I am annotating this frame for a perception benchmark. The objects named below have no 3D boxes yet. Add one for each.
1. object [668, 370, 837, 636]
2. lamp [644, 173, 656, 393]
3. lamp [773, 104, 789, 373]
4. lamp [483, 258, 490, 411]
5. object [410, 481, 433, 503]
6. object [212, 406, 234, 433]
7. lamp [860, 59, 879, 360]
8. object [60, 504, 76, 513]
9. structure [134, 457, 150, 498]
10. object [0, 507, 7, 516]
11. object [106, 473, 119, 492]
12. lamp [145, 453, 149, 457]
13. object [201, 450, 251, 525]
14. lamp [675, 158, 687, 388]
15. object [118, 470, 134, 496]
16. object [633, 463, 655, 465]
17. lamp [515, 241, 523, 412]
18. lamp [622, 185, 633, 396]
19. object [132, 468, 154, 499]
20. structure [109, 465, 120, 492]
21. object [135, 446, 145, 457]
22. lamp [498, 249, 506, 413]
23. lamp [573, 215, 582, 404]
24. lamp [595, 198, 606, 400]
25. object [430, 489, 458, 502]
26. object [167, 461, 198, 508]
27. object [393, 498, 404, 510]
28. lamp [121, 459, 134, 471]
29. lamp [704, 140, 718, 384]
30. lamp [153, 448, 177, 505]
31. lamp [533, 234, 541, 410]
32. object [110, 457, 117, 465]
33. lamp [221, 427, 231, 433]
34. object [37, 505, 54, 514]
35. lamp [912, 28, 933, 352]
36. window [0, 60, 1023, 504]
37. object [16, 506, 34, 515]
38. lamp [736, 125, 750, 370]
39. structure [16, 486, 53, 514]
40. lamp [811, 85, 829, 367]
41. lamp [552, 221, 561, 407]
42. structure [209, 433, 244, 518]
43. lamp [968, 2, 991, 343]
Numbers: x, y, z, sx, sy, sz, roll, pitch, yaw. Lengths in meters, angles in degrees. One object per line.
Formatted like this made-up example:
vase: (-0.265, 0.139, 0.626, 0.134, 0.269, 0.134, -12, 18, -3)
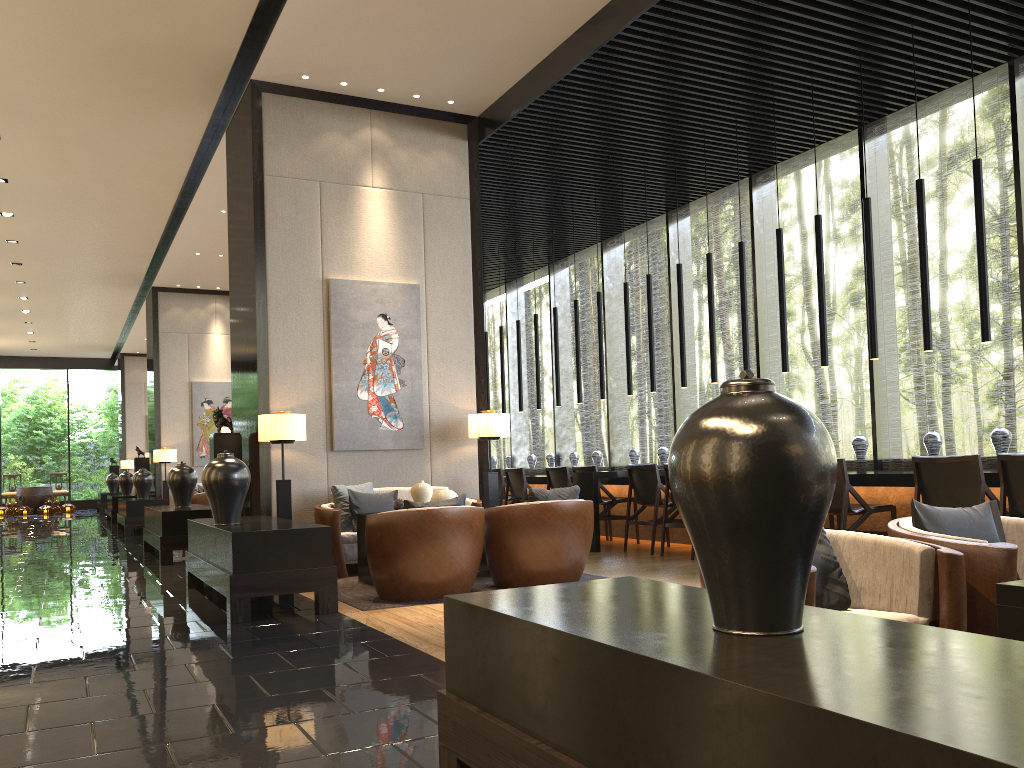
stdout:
object: (0.459, 0.219, 1.693, 0.311, 0.491, 0.312, 0, -4, -38)
lamp: (1.466, -1.115, 9.473, 0.060, 2.415, 0.060, -1, -2, -32)
lamp: (2.344, -1.304, 7.757, 0.060, 2.415, 0.060, -1, -2, -32)
lamp: (-0.386, -0.718, 13.095, 0.060, 2.415, 0.060, -1, -2, -32)
object: (-0.685, 0.853, 6.730, 0.171, 0.235, 0.171, -2, -3, 8)
object: (-2.562, 0.321, 7.840, 0.176, 0.245, 0.116, 0, -3, -27)
lamp: (2.775, -1.396, 6.914, 0.060, 2.415, 0.060, -1, -2, -22)
object: (-11.847, 3.309, 23.618, 0.370, 0.228, 0.370, -5, -5, 35)
structure: (-6.594, 1.919, 15.791, 0.240, 1.215, 0.241, -1, -2, -27)
object: (-13.228, 3.292, 22.931, 0.369, 0.228, 0.371, -1, -4, -10)
object: (-9.942, 2.450, 22.036, 0.311, 0.491, 0.312, -1, -3, -8)
lamp: (-6.729, 1.943, 16.716, 0.375, 1.348, 0.376, -2, -2, -8)
object: (-1.898, 0.686, 5.886, 0.311, 0.491, 0.312, -1, -3, -8)
lamp: (1.704, -1.166, 9.008, 0.060, 2.415, 0.060, -1, -2, -32)
object: (-7.586, 1.945, 17.427, 0.311, 0.491, 0.312, -1, -3, -8)
object: (1.328, 0.834, 8.906, 0.227, 0.067, 0.228, 0, -6, -25)
lamp: (0.087, -0.820, 12.171, 0.060, 2.415, 0.060, -1, -2, -32)
lamp: (1.270, -1.073, 9.856, 0.060, 2.415, 0.060, -1, -2, -32)
object: (-5.834, 1.569, 14.000, 0.311, 0.491, 0.312, -1, -3, -8)
structure: (-10.680, 2.796, 23.782, 0.240, 1.215, 0.241, -1, -2, -27)
object: (-6.644, 1.210, 15.815, 0.161, 0.217, 0.102, 1, -4, -39)
lamp: (-0.152, -0.768, 12.638, 0.060, 2.415, 0.060, -1, -2, -32)
lamp: (0.785, -0.969, 10.805, 0.060, 2.415, 0.060, -1, -2, -32)
lamp: (1.020, -1.020, 10.347, 0.060, 2.415, 0.060, -1, -2, -32)
object: (-0.535, 0.899, 6.869, 0.245, 0.167, 0.246, 0, -5, -24)
object: (-3.550, 1.079, 9.533, 0.312, 0.491, 0.311, -5, -4, 44)
object: (-0.858, 0.922, 6.739, 0.091, 0.111, 0.092, -3, -4, 25)
lamp: (-9.997, 2.644, 23.107, 0.375, 1.348, 0.375, -2, -2, 2)
lamp: (1.916, -1.212, 8.594, 0.060, 2.415, 0.060, -1, -2, -32)
lamp: (-5.907, 1.766, 15.107, 0.375, 1.348, 0.376, -2, -2, -8)
lamp: (0.318, -0.869, 11.719, 0.060, 2.415, 0.060, -1, -2, -32)
object: (-10.721, 2.071, 23.795, 0.176, 0.245, 0.116, -1, -3, -22)
lamp: (-2.669, 1.088, 8.775, 0.375, 1.316, 0.375, -3, -2, 17)
object: (-12.060, 3.248, 22.882, 0.369, 0.228, 0.371, 0, -5, -25)
lamp: (2.992, -1.443, 6.489, 0.060, 2.415, 0.060, -1, -2, -32)
window: (-4.847, -0.009, 11.895, 12.052, 4.216, 31.988, 1, -6, -27)
object: (-12.468, 3.242, 22.667, 0.369, 0.228, 0.371, -2, -4, -5)
lamp: (2.123, -1.256, 8.188, 0.060, 2.415, 0.060, -1, -2, -32)
structure: (-12.699, 3.090, 23.559, 0.873, 0.708, 0.877, 1, -5, -39)
lamp: (2.547, -1.347, 7.360, 0.060, 2.415, 0.060, -1, -2, -32)
lamp: (0.551, -0.919, 11.263, 0.060, 2.415, 0.060, -1, -2, -32)
structure: (-2.519, 1.045, 7.821, 0.240, 1.215, 0.241, -1, -2, -27)
lamp: (3.199, -1.487, 6.085, 0.060, 2.415, 0.060, -1, -2, -22)
